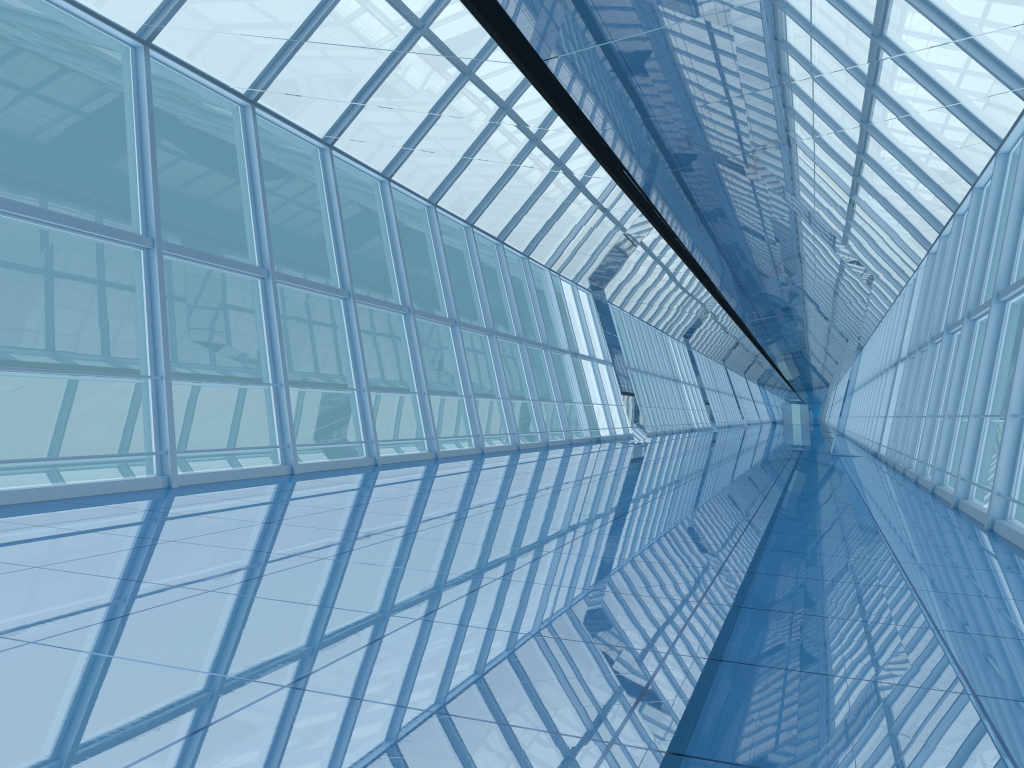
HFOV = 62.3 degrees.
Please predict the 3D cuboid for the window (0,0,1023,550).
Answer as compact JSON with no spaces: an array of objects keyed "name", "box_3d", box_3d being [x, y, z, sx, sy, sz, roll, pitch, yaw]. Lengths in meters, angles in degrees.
[{"name":"window","box_3d":[14.695,0.242,47.429,9.907,4.950,105.495,1,-2,20]}]
